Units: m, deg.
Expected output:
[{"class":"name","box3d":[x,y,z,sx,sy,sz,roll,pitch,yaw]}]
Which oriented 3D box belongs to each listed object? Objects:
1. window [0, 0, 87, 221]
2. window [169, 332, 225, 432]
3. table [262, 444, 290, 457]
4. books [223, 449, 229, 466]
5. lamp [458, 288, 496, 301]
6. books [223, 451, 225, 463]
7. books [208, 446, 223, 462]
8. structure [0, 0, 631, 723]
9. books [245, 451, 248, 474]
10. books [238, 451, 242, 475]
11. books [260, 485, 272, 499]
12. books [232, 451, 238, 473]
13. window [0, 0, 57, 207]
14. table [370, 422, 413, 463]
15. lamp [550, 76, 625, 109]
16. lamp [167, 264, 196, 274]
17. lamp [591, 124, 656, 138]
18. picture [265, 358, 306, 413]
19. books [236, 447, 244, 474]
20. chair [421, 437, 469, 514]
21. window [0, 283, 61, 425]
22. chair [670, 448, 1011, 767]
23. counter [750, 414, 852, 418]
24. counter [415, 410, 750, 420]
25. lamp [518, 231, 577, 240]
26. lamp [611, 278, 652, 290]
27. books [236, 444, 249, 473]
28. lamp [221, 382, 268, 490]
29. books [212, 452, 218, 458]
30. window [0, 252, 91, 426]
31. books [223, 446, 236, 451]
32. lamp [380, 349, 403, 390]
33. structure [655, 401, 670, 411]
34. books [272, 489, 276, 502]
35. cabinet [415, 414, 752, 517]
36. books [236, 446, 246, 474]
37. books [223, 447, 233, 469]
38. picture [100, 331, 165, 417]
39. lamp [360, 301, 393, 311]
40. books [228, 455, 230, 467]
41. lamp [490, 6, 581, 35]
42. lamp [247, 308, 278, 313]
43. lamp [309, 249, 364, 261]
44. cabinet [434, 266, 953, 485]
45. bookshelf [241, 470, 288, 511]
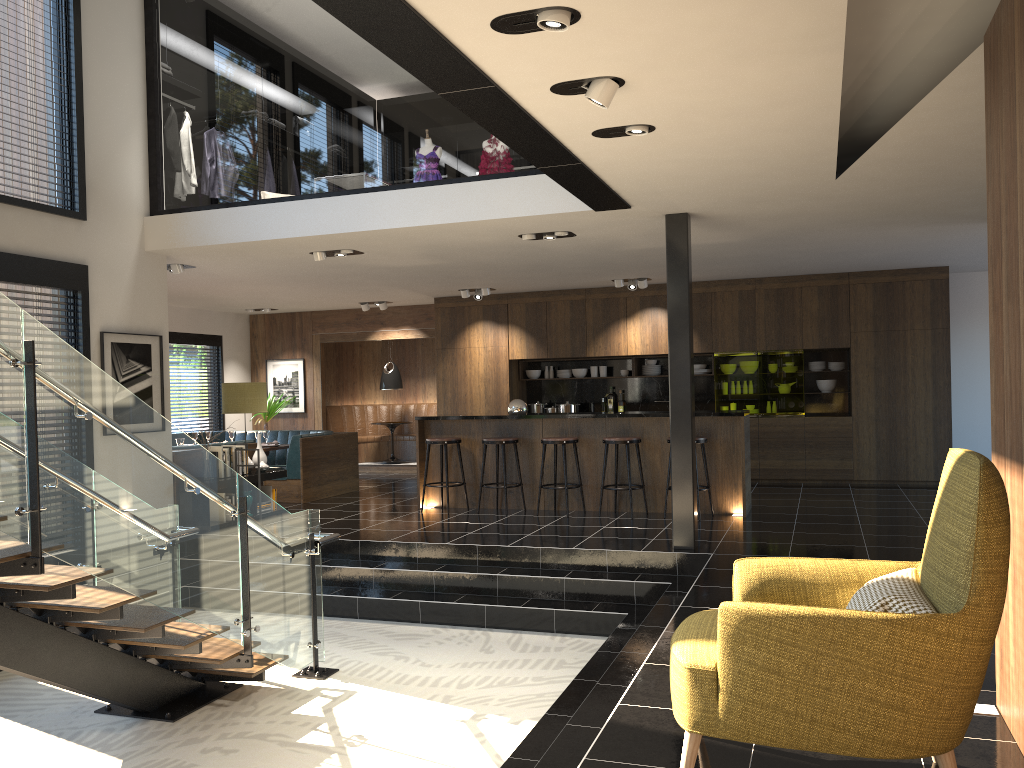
[{"class":"window","box3d":[-4.073,-2.630,7.004,0.358,2.476,1.393,-1,0,19]},{"class":"window","box3d":[-5.120,0.359,13.915,0.312,2.373,1.505,-1,0,19]},{"class":"table","box3d":[-3.614,1.137,11.452,1.538,0.661,0.822,-1,0,19]},{"class":"books","box3d":[-2.941,0.802,8.977,0.160,0.276,0.030,-1,1,19]},{"class":"lamp","box3d":[-0.481,-1.305,12.248,0.501,0.294,0.349,-1,0,19]},{"class":"books","box3d":[-2.966,0.809,8.928,0.173,0.262,0.030,-1,1,19]},{"class":"books","box3d":[-2.968,0.784,8.894,0.160,0.312,0.035,-1,1,19]},{"class":"structure","box3d":[-1.622,-0.096,3.811,3.447,4.869,7.278,-1,0,19]},{"class":"books","box3d":[-2.837,0.813,9.272,0.162,0.250,0.028,-1,1,19]},{"class":"books","box3d":[-2.885,0.812,9.169,0.194,0.255,0.034,-1,1,19]},{"class":"books","box3d":[-2.669,1.233,9.608,0.156,0.263,0.026,-1,1,19]},{"class":"books","box3d":[-2.900,0.812,9.085,0.202,0.255,0.025,-1,1,19]},{"class":"window","box3d":[-4.138,-2.628,7.035,0.005,2.297,1.220,-1,0,19]},{"class":"table","box3d":[-1.974,0.959,14.648,0.702,0.644,0.702,-1,0,-6]},{"class":"lamp","box3d":[0.342,-1.366,4.030,0.346,0.247,0.195,-1,0,19]},{"class":"lamp","box3d":[-3.616,-1.265,9.369,0.501,0.248,0.349,-1,0,19]},{"class":"lamp","box3d":[0.597,-1.414,4.762,0.346,0.158,0.195,-1,0,19]},{"class":"picture","box3d":[-3.828,0.035,14.984,0.748,0.911,0.028,-1,1,19]},{"class":"books","box3d":[-2.861,0.799,9.224,0.154,0.280,0.028,-1,1,19]},{"class":"chair","box3d":[-0.740,0.994,9.698,0.412,0.799,0.412,-1,0,29]},{"class":"window","box3d":[-4.069,0.226,7.062,0.005,2.297,1.220,-1,0,19]},{"class":"chair","box3d":[1.038,0.769,2.899,1.031,1.097,0.807,-1,0,18]},{"class":"counter","box3d":[2.290,0.468,12.423,4.591,0.005,0.862,-1,0,19]},{"class":"counter","box3d":[0.716,0.339,9.648,3.574,0.041,0.698,-1,0,19]},{"class":"lamp","box3d":[0.317,-1.393,7.992,0.501,0.195,0.349,-1,0,19]},{"class":"lamp","box3d":[1.556,-1.364,11.535,0.501,0.280,0.349,-1,0,19]},{"class":"books","box3d":[-2.841,0.785,9.354,0.131,0.307,0.022,-1,1,19]},{"class":"lamp","box3d":[-2.694,0.711,8.679,0.437,1.445,0.637,-1,1,45]},{"class":"books","box3d":[-3.010,0.809,8.877,0.156,0.263,0.026,-1,1,19]},{"class":"window","box3d":[-4.004,0.224,7.031,0.358,2.476,1.393,-1,0,19]},{"class":"books","box3d":[-2.909,0.787,9.118,0.155,0.306,0.032,-1,1,19]},{"class":"lamp","box3d":[-2.000,-0.390,14.619,0.389,0.974,0.389,-2,0,-27]},{"class":"structure","box3d":[2.102,0.355,12.338,0.243,0.231,0.173,-1,0,19]},{"class":"books","box3d":[-2.668,1.249,9.641,0.231,0.232,0.037,-1,1,19]},{"class":"cabinet","box3d":[0.730,0.858,9.653,3.564,0.994,0.698,-1,0,19]},{"class":"books","box3d":[-2.859,0.792,9.251,0.177,0.294,0.025,-1,1,19]},{"class":"books","box3d":[-2.933,0.791,9.066,0.169,0.298,0.032,-1,1,19]},{"class":"picture","box3d":[-3.451,-0.004,8.093,0.028,0.911,0.748,-1,0,19]},{"class":"lamp","box3d":[-2.105,-1.267,13.695,0.501,0.280,0.349,-1,0,19]},{"class":"books","box3d":[-2.943,0.832,9.008,0.170,0.214,0.025,-1,1,19]},{"class":"lamp","box3d":[0.085,-1.398,3.299,0.346,0.177,0.195,-1,0,19]},{"class":"lamp","box3d":[-4.062,-1.250,14.379,0.501,0.213,0.349,-1,0,19]},{"class":"lamp","box3d":[-1.720,-1.322,8.706,0.501,0.231,0.349,-1,0,19]},{"class":"cabinet","box3d":[2.273,-0.018,12.415,6.893,2.690,0.869,-1,0,19]},{"class":"bookshelf","box3d":[-2.843,1.195,9.162,0.356,0.500,1.304,-1,0,19]}]
